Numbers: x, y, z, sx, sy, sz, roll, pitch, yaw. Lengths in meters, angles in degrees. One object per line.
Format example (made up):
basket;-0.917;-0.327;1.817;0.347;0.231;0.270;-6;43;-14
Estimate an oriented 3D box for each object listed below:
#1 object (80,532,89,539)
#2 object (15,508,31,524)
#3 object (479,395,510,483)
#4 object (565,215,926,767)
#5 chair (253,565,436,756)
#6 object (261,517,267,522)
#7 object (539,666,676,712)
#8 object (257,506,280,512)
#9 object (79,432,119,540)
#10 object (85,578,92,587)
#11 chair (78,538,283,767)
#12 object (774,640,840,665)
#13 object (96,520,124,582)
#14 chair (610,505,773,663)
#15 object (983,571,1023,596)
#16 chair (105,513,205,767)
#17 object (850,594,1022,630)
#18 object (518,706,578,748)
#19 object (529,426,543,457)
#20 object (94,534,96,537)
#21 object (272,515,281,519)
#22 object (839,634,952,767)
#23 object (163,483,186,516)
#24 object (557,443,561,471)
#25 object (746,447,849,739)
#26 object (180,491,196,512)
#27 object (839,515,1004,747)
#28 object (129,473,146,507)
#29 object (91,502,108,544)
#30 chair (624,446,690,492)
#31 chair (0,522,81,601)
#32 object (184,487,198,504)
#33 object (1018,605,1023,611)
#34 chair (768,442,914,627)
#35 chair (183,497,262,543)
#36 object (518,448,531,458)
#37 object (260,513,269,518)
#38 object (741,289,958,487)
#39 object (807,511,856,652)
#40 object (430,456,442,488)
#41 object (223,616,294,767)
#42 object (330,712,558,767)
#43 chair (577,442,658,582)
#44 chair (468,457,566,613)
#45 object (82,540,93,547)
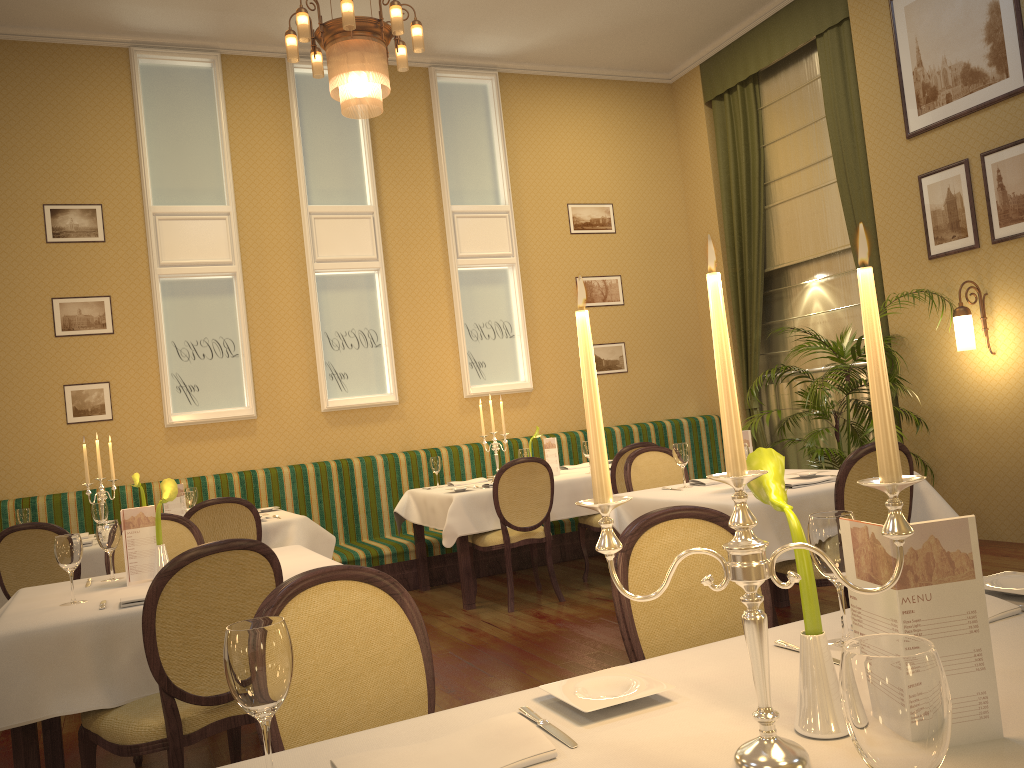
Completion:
object;-2.779;0.962;5.507;0.273;0.033;0.142;-5;-2;-24
object;-3.008;0.884;5.470;0.088;0.229;0.088;-7;-2;24
object;-0.129;0.394;6.488;0.131;0.655;0.390;-6;-2;-19
object;0.265;0.144;1.025;0.390;0.655;0.131;-7;-2;10
chair;-0.129;0.817;1.608;0.571;0.955;0.530;-8;-3;41
object;-1.623;0.831;5.319;0.273;0.024;0.142;-5;-2;-24
object;0.147;0.486;1.387;0.160;0.024;0.160;-5;-2;-24
object;-1.682;0.865;6.079;0.160;0.024;0.160;-5;-2;-24
object;-2.501;0.615;5.399;0.131;0.655;0.390;-6;-2;-10
object;-1.628;0.764;3.412;0.017;0.010;0.185;-5;-2;-23
chair;-0.985;0.954;2.727;0.530;0.955;0.571;-4;-3;-44
object;0.510;0.456;1.502;0.017;0.010;0.185;-5;-2;-23
object;-1.568;0.649;3.458;0.088;0.229;0.088;-7;-2;18
chair;0.557;0.753;1.909;0.530;0.955;0.571;-5;-2;-24
object;1.005;0.404;1.757;0.160;0.024;0.160;-5;-2;-24
chair;-1.465;1.051;3.874;0.530;0.955;0.571;-5;-3;-34
object;0.773;0.422;1.619;0.273;0.033;0.142;-5;-2;-24
object;0.053;0.499;1.294;0.017;0.010;0.185;-5;-2;-23
object;0.169;0.504;6.657;0.163;0.375;0.076;-5;-3;-38
object;-2.635;0.959;5.616;0.017;0.010;0.185;-5;-2;-23
object;-1.446;0.819;5.458;0.038;0.015;0.181;-5;-2;-23
object;0.334;0.337;0.755;0.088;0.229;0.088;-7;-2;18
object;-2.061;0.758;5.493;0.081;0.277;0.166;-7;-2;27
object;0.332;0.572;6.984;0.088;0.229;0.088;-7;-2;24
object;0.392;0.275;1.226;0.076;0.375;0.163;-6;-2;-3
object;-1.925;0.757;5.282;0.088;0.229;0.088;-7;-2;24
object;0.500;0.310;1.113;0.166;0.277;0.081;-8;-3;37
object;-2.284;0.731;5.468;0.076;0.375;0.163;-6;-2;-3
object;-2.353;0.797;5.077;0.088;0.229;0.088;-7;-2;24
chair;0.975;0.822;4.981;0.530;0.955;0.571;-5;-2;-24
chair;-2.407;1.187;4.737;0.530;0.955;0.571;-6;-2;1
object;-2.117;0.801;5.870;0.088;0.229;0.088;-7;-2;18
object;0.931;0.414;1.673;0.038;0.015;0.181;-5;-2;-23
chair;1.434;0.728;3.830;0.530;0.955;0.571;-5;-2;-24
chair;-1.671;1.119;5.078;0.530;0.955;0.571;-5;-2;-24
object;0.095;0.568;6.191;0.088;0.229;0.088;-7;-2;24
object;-1.604;0.835;5.534;0.160;0.024;0.160;-5;-2;-24
object;2.451;0.291;6.389;1.552;1.807;1.496;-4;-3;-44
object;0.571;0.341;1.548;0.088;0.229;0.088;-7;-2;24
object;-0.560;0.655;6.584;0.088;0.229;0.088;-7;-2;24
object;-0.321;0.424;1.148;0.088;0.229;0.088;-7;-2;24
object;-0.092;0.502;1.185;0.273;0.033;0.142;-5;-2;-24
chair;0.789;0.887;6.163;0.530;0.955;0.571;-5;-2;-24
chair;0.012;0.961;5.845;0.530;0.955;0.571;-5;-2;-24
object;-2.505;0.911;4.975;0.273;0.033;0.142;-5;-2;-24
